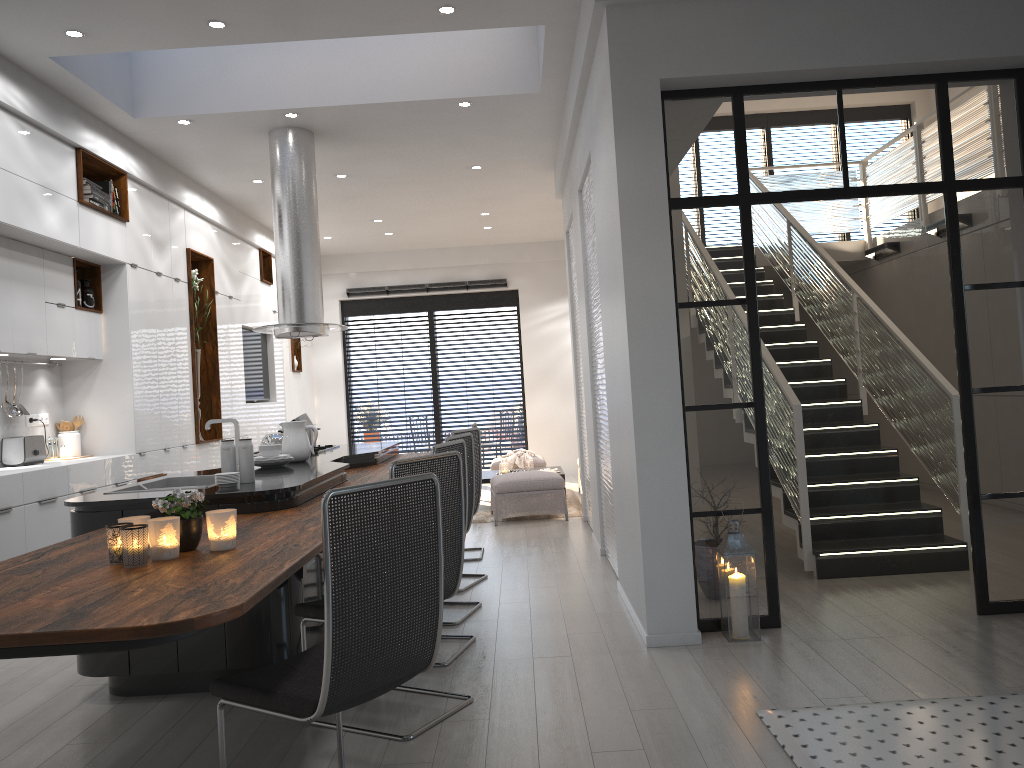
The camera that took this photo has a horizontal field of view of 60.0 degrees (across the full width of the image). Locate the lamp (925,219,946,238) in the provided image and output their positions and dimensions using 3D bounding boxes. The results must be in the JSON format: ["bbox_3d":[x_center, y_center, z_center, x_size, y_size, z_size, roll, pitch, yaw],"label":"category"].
[{"bbox_3d":[3.954,-1.425,8.033,0.152,0.124,0.567,-4,-1,0],"label":"lamp"}]

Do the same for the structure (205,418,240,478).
[{"bbox_3d":[-1.463,0.332,4.477,0.177,0.311,0.089,-4,-2,0],"label":"structure"}]

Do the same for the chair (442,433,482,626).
[{"bbox_3d":[-0.518,0.812,5.089,0.536,1.019,0.470,-4,-2,15],"label":"chair"}]

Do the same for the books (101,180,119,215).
[{"bbox_3d":[-3.055,-1.358,6.592,0.253,0.312,0.030,-4,-2,0],"label":"books"}]

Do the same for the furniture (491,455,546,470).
[{"bbox_3d":[0.088,1.105,10.958,0.699,0.460,0.699,-4,-1,0],"label":"furniture"}]

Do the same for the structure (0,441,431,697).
[{"bbox_3d":[-1.271,0.922,4.700,1.377,0.888,5.637,-4,-1,0],"label":"structure"}]

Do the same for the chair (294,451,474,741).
[{"bbox_3d":[-0.521,0.799,3.553,0.536,1.019,0.471,-5,-2,30],"label":"chair"}]

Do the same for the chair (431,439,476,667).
[{"bbox_3d":[-0.524,0.806,4.371,0.536,1.019,0.470,-4,-2,15],"label":"chair"}]

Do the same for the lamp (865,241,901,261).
[{"bbox_3d":[3.964,-1.412,9.492,0.152,0.124,0.567,-4,-1,0],"label":"lamp"}]

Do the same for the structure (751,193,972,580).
[{"bbox_3d":[2.881,-0.674,7.333,2.393,3.604,5.798,-4,-1,0],"label":"structure"}]

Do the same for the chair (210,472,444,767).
[{"bbox_3d":[-0.538,0.792,2.615,0.536,1.019,0.471,-5,-2,35],"label":"chair"}]

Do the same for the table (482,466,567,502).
[{"bbox_3d":[0.068,1.151,9.756,1.000,0.350,0.999,-4,-1,0],"label":"table"}]

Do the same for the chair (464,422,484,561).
[{"bbox_3d":[-0.520,0.828,6.866,0.536,1.019,0.470,-4,-2,0],"label":"chair"}]

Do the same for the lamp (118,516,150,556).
[{"bbox_3d":[-1.198,0.488,2.817,0.095,0.124,0.095,-4,-2,17],"label":"lamp"}]

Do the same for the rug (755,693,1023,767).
[{"bbox_3d":[2.033,1.126,2.511,2.276,0.020,1.584,-4,0,0],"label":"rug"}]

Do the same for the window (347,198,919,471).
[{"bbox_3d":[1.834,-1.387,13.289,8.566,5.066,0.462,-4,-2,-1],"label":"window"}]

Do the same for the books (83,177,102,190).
[{"bbox_3d":[-3.083,-1.398,6.276,0.250,0.047,0.307,-4,-1,-4],"label":"books"}]

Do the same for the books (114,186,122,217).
[{"bbox_3d":[-3.050,-1.353,6.671,0.210,0.267,0.025,-4,-2,0],"label":"books"}]

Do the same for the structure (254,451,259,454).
[{"bbox_3d":[-2.878,1.010,9.985,0.221,0.517,1.203,-4,-1,0],"label":"structure"}]

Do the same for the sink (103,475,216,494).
[{"bbox_3d":[-1.657,0.572,4.497,0.485,0.153,0.738,-4,-1,0],"label":"sink"}]

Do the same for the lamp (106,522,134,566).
[{"bbox_3d":[-1.197,0.490,2.711,0.078,0.120,0.078,-3,-2,-17],"label":"lamp"}]

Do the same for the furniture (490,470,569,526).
[{"bbox_3d":[0.144,1.081,8.647,0.699,0.460,0.699,-3,-1,-5],"label":"furniture"}]

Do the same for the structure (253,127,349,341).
[{"bbox_3d":[-1.667,-1.147,6.869,0.695,1.610,1.042,-4,-2,-1],"label":"structure"}]

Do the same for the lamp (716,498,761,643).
[{"bbox_3d":[1.077,0.881,4.258,0.148,0.666,0.157,-4,-2,0],"label":"lamp"}]

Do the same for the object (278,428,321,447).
[{"bbox_3d":[-1.628,0.420,6.798,0.265,0.147,0.253,-4,-1,43],"label":"object"}]

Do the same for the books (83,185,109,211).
[{"bbox_3d":[-3.056,-1.307,6.294,0.279,0.137,0.345,-3,-1,-5],"label":"books"}]

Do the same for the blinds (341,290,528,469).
[{"bbox_3d":[-1.107,0.064,12.916,2.584,2.723,0.358,-4,-2,0],"label":"blinds"}]

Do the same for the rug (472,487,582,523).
[{"bbox_3d":[-0.063,1.323,9.807,1.623,0.020,2.518,-4,0,0],"label":"rug"}]

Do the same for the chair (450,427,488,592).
[{"bbox_3d":[-0.516,0.819,5.903,0.536,1.019,0.471,-4,-2,20],"label":"chair"}]

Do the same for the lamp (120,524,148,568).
[{"bbox_3d":[-1.125,0.485,2.645,0.078,0.120,0.078,-3,-2,-17],"label":"lamp"}]

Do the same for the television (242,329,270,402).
[{"bbox_3d":[-2.945,-0.200,10.025,0.050,0.806,1.186,-4,-1,0],"label":"television"}]

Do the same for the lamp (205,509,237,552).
[{"bbox_3d":[-0.935,0.472,2.859,0.095,0.124,0.095,-5,-2,33],"label":"lamp"}]

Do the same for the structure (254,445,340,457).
[{"bbox_3d":[-1.649,0.507,6.795,0.502,0.026,0.811,-4,0,0],"label":"structure"}]

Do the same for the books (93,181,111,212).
[{"bbox_3d":[-3.042,-1.351,6.509,0.197,0.269,0.025,-4,-2,0],"label":"books"}]

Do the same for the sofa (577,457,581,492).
[{"bbox_3d":[1.207,0.840,9.552,0.898,0.826,2.092,-4,-1,1],"label":"sofa"}]

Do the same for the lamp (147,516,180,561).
[{"bbox_3d":[-1.076,0.479,2.745,0.095,0.124,0.095,-3,-1,-7],"label":"lamp"}]
